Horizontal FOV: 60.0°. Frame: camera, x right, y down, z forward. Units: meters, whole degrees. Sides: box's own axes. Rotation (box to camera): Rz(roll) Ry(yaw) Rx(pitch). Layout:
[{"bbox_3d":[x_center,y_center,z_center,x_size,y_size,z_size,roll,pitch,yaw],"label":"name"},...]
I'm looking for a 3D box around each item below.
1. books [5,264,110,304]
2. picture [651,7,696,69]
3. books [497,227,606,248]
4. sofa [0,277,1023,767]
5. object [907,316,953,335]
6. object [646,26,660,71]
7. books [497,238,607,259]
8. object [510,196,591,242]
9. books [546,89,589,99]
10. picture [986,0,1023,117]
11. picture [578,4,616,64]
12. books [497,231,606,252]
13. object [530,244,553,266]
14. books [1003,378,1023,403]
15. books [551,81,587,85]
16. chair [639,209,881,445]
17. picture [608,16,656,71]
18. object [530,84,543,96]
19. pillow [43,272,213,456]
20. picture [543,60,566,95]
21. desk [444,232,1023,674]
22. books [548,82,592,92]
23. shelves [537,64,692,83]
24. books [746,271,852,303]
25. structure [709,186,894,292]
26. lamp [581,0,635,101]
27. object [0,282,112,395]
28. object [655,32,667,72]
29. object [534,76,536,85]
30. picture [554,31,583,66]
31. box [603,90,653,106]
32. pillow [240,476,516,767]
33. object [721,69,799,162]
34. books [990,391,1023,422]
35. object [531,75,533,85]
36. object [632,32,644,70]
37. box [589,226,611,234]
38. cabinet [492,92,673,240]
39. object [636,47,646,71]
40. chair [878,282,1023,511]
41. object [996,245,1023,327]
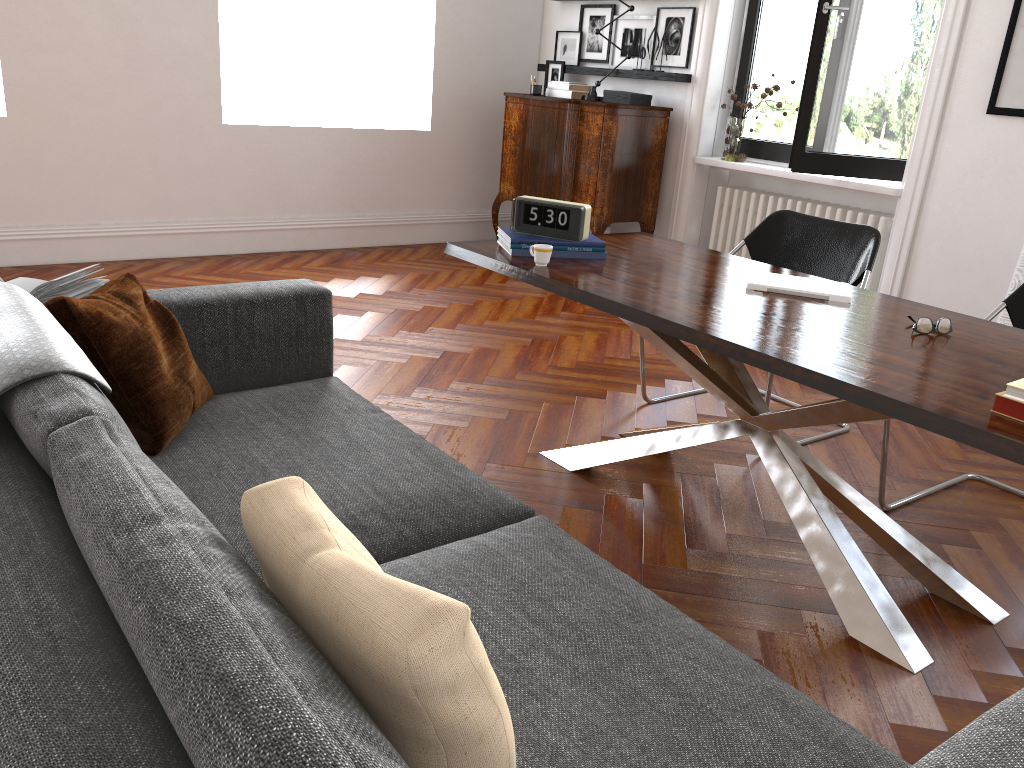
[{"bbox_3d":[-1.297,-0.274,2.453,0.278,0.096,0.223,6,19,3],"label":"books"},{"bbox_3d":[1.104,-2.383,6.101,0.020,0.387,0.341,-11,25,-36],"label":"picture"},{"bbox_3d":[0.139,-0.533,3.212,0.344,0.017,0.248,0,20,-13],"label":"books"},{"bbox_3d":[-0.418,0.382,1.797,1.259,0.835,2.631,-10,24,-36],"label":"sofa"},{"bbox_3d":[1.195,-0.174,2.522,0.114,0.048,0.132,10,20,14],"label":"object"},{"bbox_3d":[0.984,-2.336,6.188,0.040,0.301,0.117,-11,25,-36],"label":"object"},{"bbox_3d":[0.142,-0.500,3.238,0.347,0.027,0.262,0,20,-13],"label":"books"},{"bbox_3d":[0.135,-0.589,3.158,0.275,0.126,0.081,14,22,24],"label":"object"},{"bbox_3d":[0.429,-2.137,6.546,0.229,0.057,0.293,-10,24,-36],"label":"books"},{"bbox_3d":[2.754,-1.873,3.997,0.035,1.333,0.878,-11,25,-36],"label":"picture"},{"bbox_3d":[0.627,-2.640,6.683,0.020,0.409,0.371,-11,25,-36],"label":"picture"},{"bbox_3d":[0.138,-0.517,3.218,0.344,0.017,0.248,0,20,-13],"label":"books"},{"bbox_3d":[0.100,-0.433,2.974,0.064,0.065,0.081,-2,21,-17],"label":"object"},{"bbox_3d":[1.157,0.032,1.828,0.163,0.029,0.206,-11,25,-38],"label":"books"},{"bbox_3d":[0.421,-2.210,6.510,0.179,0.014,0.199,-10,24,-36],"label":"books"},{"bbox_3d":[1.044,-0.257,3.760,0.744,0.879,0.749,-10,25,-36],"label":"chair"},{"bbox_3d":[0.869,-2.459,6.399,0.020,0.367,0.431,-11,25,-36],"label":"picture"},{"bbox_3d":[0.177,-2.163,6.530,0.091,0.078,0.091,13,22,23],"label":"object"},{"bbox_3d":[-1.016,-0.081,2.379,0.330,0.399,0.466,4,20,-1],"label":"pillow"},{"bbox_3d":[0.328,-2.376,6.892,0.020,0.259,0.212,-11,25,-36],"label":"picture"},{"bbox_3d":[0.796,0.110,2.834,1.028,0.756,2.215,-10,24,-36],"label":"desk"},{"bbox_3d":[0.438,-2.185,6.530,0.254,0.044,0.238,-10,24,-36],"label":"books"},{"bbox_3d":[0.714,-2.296,6.537,0.155,0.056,1.507,-10,24,-36],"label":"shelves"},{"bbox_3d":[0.948,-0.322,2.928,0.325,0.026,0.229,10,20,16],"label":"books"},{"bbox_3d":[1.868,-0.830,5.884,0.225,0.784,1.446,-11,25,-36],"label":"structure"},{"bbox_3d":[0.620,-2.440,6.325,0.490,0.808,0.173,10,21,15],"label":"lamp"},{"bbox_3d":[-1.145,0.041,1.872,0.399,0.390,0.748,-10,24,-36],"label":"object"},{"bbox_3d":[1.046,-2.302,6.160,0.040,0.264,0.110,-11,25,-36],"label":"object"},{"bbox_3d":[0.175,-2.206,6.549,0.010,0.140,0.045,-12,26,-38],"label":"object"},{"bbox_3d":[0.435,-2.614,6.910,0.020,0.255,0.298,-11,25,-36],"label":"picture"},{"bbox_3d":[0.807,-2.000,6.205,0.208,0.087,0.280,-10,24,-36],"label":"box"},{"bbox_3d":[-0.166,0.381,1.175,0.225,0.463,0.483,-11,25,-36],"label":"pillow"},{"bbox_3d":[1.618,-1.768,5.859,0.541,0.603,0.315,13,22,21],"label":"object"},{"bbox_3d":[1.146,0.062,1.843,0.159,0.040,0.214,-9,24,-34],"label":"books"},{"bbox_3d":[0.152,-2.211,6.537,0.010,0.120,0.050,-9,24,-33],"label":"object"},{"bbox_3d":[0.899,-2.357,6.285,0.040,0.262,0.123,-11,25,-36],"label":"object"},{"bbox_3d":[0.513,-1.112,6.643,0.394,0.178,0.208,-5,22,-26],"label":"box"},{"bbox_3d":[0.445,-1.481,6.611,0.639,1.226,1.259,-11,25,-36],"label":"cabinet"},{"bbox_3d":[0.914,-2.285,6.236,0.040,0.162,0.066,-11,25,-36],"label":"object"},{"bbox_3d":[1.745,0.104,2.896,0.744,0.879,0.749,-10,25,-36],"label":"chair"},{"bbox_3d":[2.773,-0.372,4.201,0.233,1.070,0.826,-11,25,-36],"label":"object"}]
